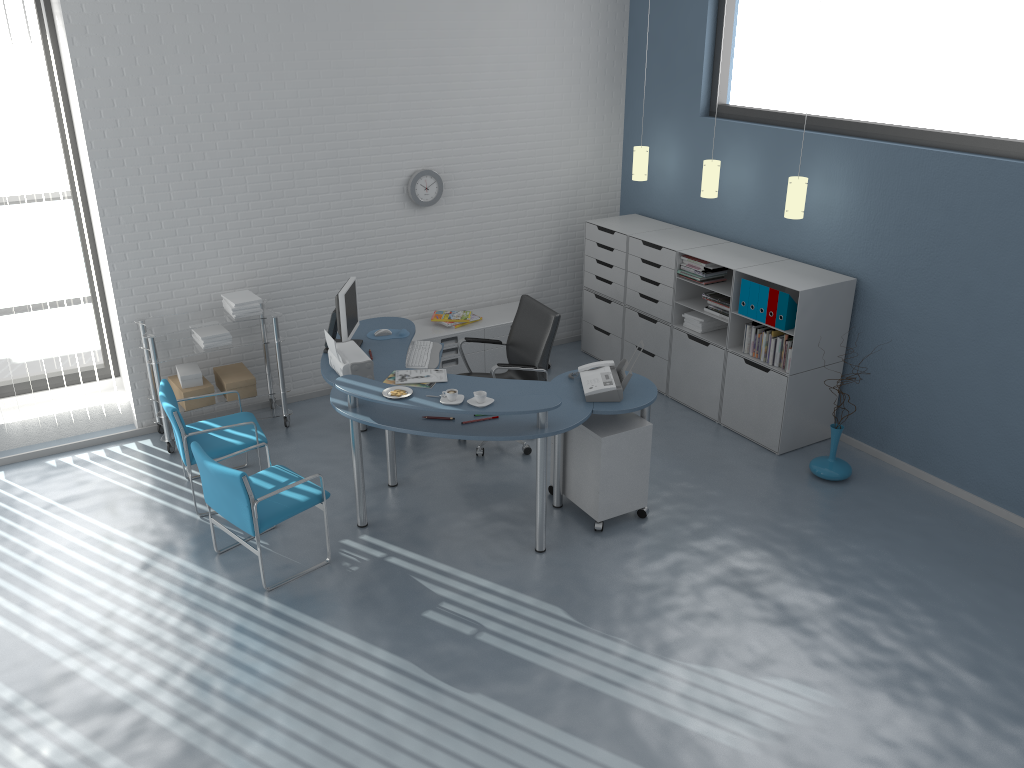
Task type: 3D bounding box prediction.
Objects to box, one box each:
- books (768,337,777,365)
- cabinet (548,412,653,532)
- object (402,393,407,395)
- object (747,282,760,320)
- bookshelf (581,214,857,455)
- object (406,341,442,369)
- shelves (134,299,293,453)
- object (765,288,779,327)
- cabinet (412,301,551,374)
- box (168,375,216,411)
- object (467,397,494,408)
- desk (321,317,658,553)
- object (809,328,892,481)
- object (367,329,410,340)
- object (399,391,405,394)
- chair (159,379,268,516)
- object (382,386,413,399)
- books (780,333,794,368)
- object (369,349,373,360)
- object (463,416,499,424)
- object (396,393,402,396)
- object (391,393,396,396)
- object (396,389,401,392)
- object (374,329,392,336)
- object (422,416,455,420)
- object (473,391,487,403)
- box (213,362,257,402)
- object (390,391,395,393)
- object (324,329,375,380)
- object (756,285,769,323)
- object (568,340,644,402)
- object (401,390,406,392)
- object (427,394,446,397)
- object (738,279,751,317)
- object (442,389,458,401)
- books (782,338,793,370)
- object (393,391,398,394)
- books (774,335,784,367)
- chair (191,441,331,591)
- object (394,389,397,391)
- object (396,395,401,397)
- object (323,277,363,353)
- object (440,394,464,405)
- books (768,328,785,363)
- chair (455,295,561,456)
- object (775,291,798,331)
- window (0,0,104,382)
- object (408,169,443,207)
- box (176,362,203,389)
[{"bbox_3d":[1.774,-0.228,5.867,0.173,0.184,0.032,-13,26,-28],"label":"books"},{"bbox_3d":[0.516,0.451,5.232,0.383,0.605,0.559,-12,26,-27],"label":"cabinet"},{"bbox_3d":[-0.563,0.051,4.628,0.027,0.005,0.025,-19,30,-38],"label":"object"},{"bbox_3d":[1.673,-0.569,5.910,0.181,0.247,0.082,-13,26,-28],"label":"object"},{"bbox_3d":[1.416,-0.487,6.738,0.521,1.141,2.294,-13,26,-28],"label":"bookshelf"},{"bbox_3d":[-0.600,-0.191,5.714,0.276,0.028,0.478,0,23,0],"label":"object"},{"bbox_3d":[-2.039,-0.060,6.125,0.896,0.848,0.441,-13,26,-28],"label":"shelves"},{"bbox_3d":[1.759,-0.513,5.778,0.181,0.247,0.082,-13,26,-28],"label":"object"},{"bbox_3d":[-0.314,-0.295,7.146,1.259,0.484,0.447,-13,26,-29],"label":"cabinet"},{"bbox_3d":[-2.183,0.042,6.046,0.207,0.133,0.347,-16,28,-33],"label":"box"},{"bbox_3d":[-0.160,0.091,4.532,0.119,0.016,0.119,17,28,34],"label":"object"},{"bbox_3d":[-0.388,0.251,5.324,2.282,0.900,1.402,15,27,31],"label":"desk"},{"bbox_3d":[2.057,0.150,5.469,0.357,0.972,0.312,15,27,31],"label":"object"},{"bbox_3d":[-0.827,-0.345,5.906,0.285,0.026,0.213,-7,24,-16],"label":"object"},{"bbox_3d":[-0.574,0.043,4.635,0.025,0.005,0.027,-18,29,-36],"label":"object"},{"bbox_3d":[-1.793,0.339,5.365,0.543,0.707,0.542,-11,25,-24],"label":"chair"},{"bbox_3d":[-0.598,0.048,4.634,0.162,0.011,0.162,4,23,10],"label":"object"},{"bbox_3d":[1.826,-0.228,5.810,0.138,0.229,0.032,-13,26,-28],"label":"books"},{"bbox_3d":[-0.880,-0.182,5.535,0.013,0.013,0.178,-5,24,-12],"label":"object"},{"bbox_3d":[-0.165,0.189,4.667,0.200,0.010,0.011,-9,25,-20],"label":"object"},{"bbox_3d":[-0.587,0.054,4.610,0.025,0.005,0.027,17,29,35],"label":"object"},{"bbox_3d":[-0.618,0.055,4.619,0.027,0.005,0.025,2,23,5],"label":"object"},{"bbox_3d":[-0.595,0.034,4.657,0.025,0.005,0.027,6,24,14],"label":"object"},{"bbox_3d":[-0.855,-0.345,5.885,0.115,0.035,0.054,-9,24,-19],"label":"object"},{"bbox_3d":[-0.389,0.179,4.685,0.178,0.013,0.013,3,23,7],"label":"object"},{"bbox_3d":[-0.162,0.066,4.530,0.062,0.049,0.078,-4,23,-9],"label":"object"},{"bbox_3d":[-1.931,-0.017,6.185,0.207,0.133,0.347,-13,26,-28],"label":"box"},{"bbox_3d":[-0.623,0.043,4.647,0.027,0.005,0.025,4,23,10],"label":"object"},{"bbox_3d":[-0.965,-0.177,5.191,0.197,0.273,0.392,-11,25,-24],"label":"object"},{"bbox_3d":[1.716,-0.541,5.844,0.181,0.247,0.082,-13,26,-28],"label":"object"},{"bbox_3d":[0.533,-0.108,5.021,0.399,0.280,0.405,0,23,-1],"label":"object"},{"bbox_3d":[-0.573,0.039,4.658,0.027,0.005,0.025,11,25,24],"label":"object"},{"bbox_3d":[-0.391,0.059,4.597,0.119,0.021,0.025,6,24,14],"label":"object"},{"bbox_3d":[1.631,-0.597,5.975,0.181,0.247,0.082,-13,26,-28],"label":"object"},{"bbox_3d":[-0.312,0.057,4.551,0.062,0.049,0.078,-19,29,-37],"label":"object"},{"bbox_3d":[1.832,-0.203,5.790,0.157,0.198,0.022,-13,26,-28],"label":"books"},{"bbox_3d":[-0.608,0.045,4.631,0.025,0.005,0.027,-11,25,-24],"label":"object"},{"bbox_3d":[1.799,-0.226,5.839,0.157,0.203,0.040,-13,26,-28],"label":"books"},{"bbox_3d":[-1.314,0.623,4.695,0.542,0.707,0.543,20,30,39],"label":"chair"},{"bbox_3d":[-0.605,0.035,4.667,0.027,0.005,0.025,11,25,24],"label":"object"},{"bbox_3d":[-0.590,0.059,4.610,0.025,0.005,0.027,13,26,28],"label":"object"},{"bbox_3d":[-1.077,-0.425,5.593,0.212,0.417,0.365,1,23,2],"label":"object"},{"bbox_3d":[-0.307,0.081,4.555,0.119,0.016,0.119,3,23,6],"label":"object"},{"bbox_3d":[1.767,-0.268,5.879,0.157,0.247,0.021,-13,26,-28],"label":"books"},{"bbox_3d":[-0.081,-0.043,5.954,0.652,0.948,0.584,-11,25,-24],"label":"chair"},{"bbox_3d":[1.803,-0.485,5.712,0.181,0.247,0.082,-13,26,-28],"label":"object"},{"bbox_3d":[-4.384,-0.985,5.272,3.635,2.562,0.008,-13,26,-28],"label":"window"},{"bbox_3d":[-0.652,-1.482,6.706,0.279,0.277,0.041,-13,26,-28],"label":"object"},{"bbox_3d":[-2.183,-0.061,6.002,0.139,0.090,0.234,-11,25,-24],"label":"box"}]
